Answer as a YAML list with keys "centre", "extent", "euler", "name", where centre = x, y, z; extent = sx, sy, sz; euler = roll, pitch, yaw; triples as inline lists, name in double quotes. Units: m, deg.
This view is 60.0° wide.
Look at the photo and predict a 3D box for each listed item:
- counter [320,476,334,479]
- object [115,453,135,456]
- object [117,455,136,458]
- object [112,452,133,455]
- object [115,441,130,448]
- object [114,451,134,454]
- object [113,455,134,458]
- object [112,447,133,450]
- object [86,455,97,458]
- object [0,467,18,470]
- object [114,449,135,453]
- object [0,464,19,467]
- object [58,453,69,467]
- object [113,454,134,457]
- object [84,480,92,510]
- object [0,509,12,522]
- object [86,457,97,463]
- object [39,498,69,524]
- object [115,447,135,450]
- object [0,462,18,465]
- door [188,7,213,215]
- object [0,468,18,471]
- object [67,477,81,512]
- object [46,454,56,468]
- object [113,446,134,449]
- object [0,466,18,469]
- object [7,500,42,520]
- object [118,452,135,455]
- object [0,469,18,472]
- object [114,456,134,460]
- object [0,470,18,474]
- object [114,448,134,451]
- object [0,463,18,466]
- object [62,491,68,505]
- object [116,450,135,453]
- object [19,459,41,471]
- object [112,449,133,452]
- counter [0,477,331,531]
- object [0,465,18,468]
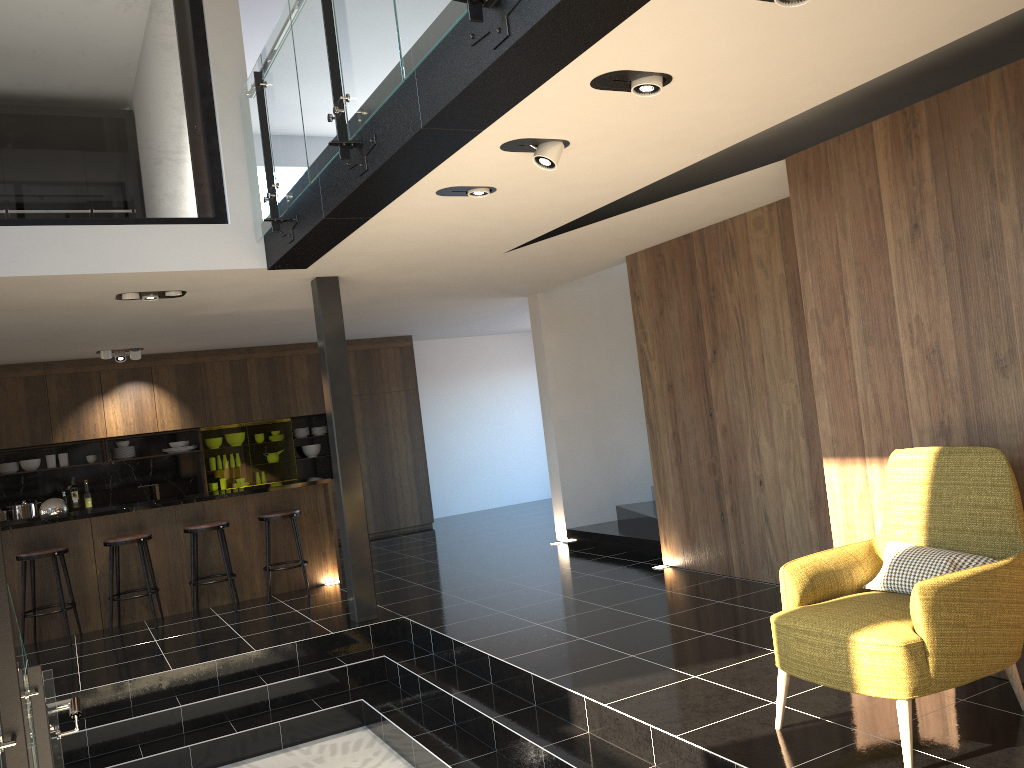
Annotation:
- centre: [-4.418, 1.490, 11.206]
  extent: [4.588, 0.005, 0.863]
  euler: [-6, -2, -27]
  name: "counter"
- centre: [-4.920, 0.906, 11.251]
  extent: [0.269, 0.024, 0.269]
  euler: [-7, -2, 11]
  name: "object"
- centre: [-4.917, 0.933, 11.250]
  extent: [0.269, 0.024, 0.269]
  euler: [-7, -2, 11]
  name: "object"
- centre: [-4.923, 0.886, 11.251]
  extent: [0.269, 0.024, 0.269]
  euler: [-7, -2, 11]
  name: "object"
- centre: [-4.939, 0.772, 11.251]
  extent: [0.168, 0.087, 0.168]
  euler: [-7, -1, -8]
  name: "object"
- centre: [-4.924, 0.879, 11.251]
  extent: [0.269, 0.024, 0.269]
  euler: [-7, -2, 11]
  name: "object"
- centre: [-4.918, 0.924, 11.250]
  extent: [0.269, 0.024, 0.269]
  euler: [-7, -2, 11]
  name: "object"
- centre: [-4.930, 0.824, 11.252]
  extent: [0.269, 0.024, 0.269]
  euler: [-7, -2, 11]
  name: "object"
- centre: [-5.221, 0.924, 11.015]
  extent: [0.122, 0.072, 0.122]
  euler: [-7, -1, -2]
  name: "object"
- centre: [-6.011, 1.020, 10.592]
  extent: [0.220, 0.033, 0.220]
  euler: [-6, -2, -31]
  name: "object"
- centre: [-4.926, 0.859, 11.251]
  extent: [0.269, 0.024, 0.269]
  euler: [-7, -2, 11]
  name: "object"
- centre: [-6.015, 0.987, 10.592]
  extent: [0.220, 0.033, 0.220]
  euler: [-6, -2, -31]
  name: "object"
- centre: [-5.487, 0.931, 10.852]
  extent: [0.109, 0.161, 0.109]
  euler: [-7, -1, -15]
  name: "object"
- centre: [-4.919, 0.913, 11.250]
  extent: [0.269, 0.024, 0.269]
  euler: [-7, -2, 11]
  name: "object"
- centre: [-5.288, 1.389, 11.047]
  extent: [0.077, 0.395, 0.077]
  euler: [-7, -1, 15]
  name: "object"
- centre: [-5.968, 1.531, 10.343]
  extent: [0.195, 0.143, 0.210]
  euler: [-7, -1, 20]
  name: "object"
- centre: [-5.218, 0.948, 11.015]
  extent: [0.122, 0.072, 0.122]
  euler: [-7, -1, -2]
  name: "object"
- centre: [-3.983, 1.104, 7.712]
  extent: [0.227, 0.228, 0.227]
  euler: [-7, -1, 23]
  name: "object"
- centre: [-4.929, 0.832, 11.252]
  extent: [0.269, 0.024, 0.269]
  euler: [-7, -2, 11]
  name: "object"
- centre: [-6.018, 0.962, 10.593]
  extent: [0.220, 0.033, 0.220]
  euler: [-6, -2, -31]
  name: "object"
- centre: [-2.403, -2.220, 6.849]
  extent: [0.104, 2.347, 0.932]
  euler: [-6, -1, -28]
  name: "door"
- centre: [-6.010, 1.031, 10.592]
  extent: [0.220, 0.033, 0.220]
  euler: [-6, -2, -31]
  name: "object"
- centre: [-5.428, 1.375, 10.968]
  extent: [0.133, 0.451, 0.116]
  euler: [-6, -1, -27]
  name: "object"
- centre: [-5.605, 0.944, 10.790]
  extent: [0.109, 0.161, 0.109]
  euler: [-6, -2, -45]
  name: "object"
- centre: [-4.931, 0.815, 11.252]
  extent: [0.269, 0.024, 0.269]
  euler: [-7, -2, 11]
  name: "object"
- centre: [-6.013, 1.008, 10.592]
  extent: [0.220, 0.033, 0.220]
  euler: [-6, -2, -31]
  name: "object"
- centre: [-5.691, 1.470, 10.360]
  extent: [0.278, 0.218, 0.300]
  euler: [-7, -1, 5]
  name: "object"
- centre: [-4.921, 0.897, 11.251]
  extent: [0.269, 0.024, 0.269]
  euler: [-7, -2, 11]
  name: "object"
- centre: [-6.008, 1.042, 10.591]
  extent: [0.220, 0.033, 0.220]
  euler: [-6, -2, -31]
  name: "object"
- centre: [-4.916, 0.941, 11.250]
  extent: [0.269, 0.024, 0.269]
  euler: [-7, -2, 11]
  name: "object"
- centre: [-6.007, 1.055, 10.591]
  extent: [0.220, 0.033, 0.220]
  euler: [-6, -2, -31]
  name: "object"
- centre: [-4.928, 0.842, 11.251]
  extent: [0.269, 0.024, 0.269]
  euler: [-7, -2, 11]
  name: "object"
- centre: [-6.017, 0.974, 10.592]
  extent: [0.220, 0.033, 0.220]
  euler: [-6, -2, -31]
  name: "object"
- centre: [-5.505, 1.466, 10.917]
  extent: [0.057, 0.287, 0.058]
  euler: [-7, -1, -15]
  name: "object"
- centre: [-4.925, 0.870, 11.251]
  extent: [0.269, 0.024, 0.269]
  euler: [-7, -2, 11]
  name: "object"
- centre: [-5.811, 0.984, 10.707]
  extent: [0.234, 0.138, 0.234]
  euler: [-7, -1, -8]
  name: "object"
- centre: [-4.927, 0.851, 11.251]
  extent: [0.269, 0.024, 0.269]
  euler: [-7, -2, 11]
  name: "object"
- centre: [-3.507, 1.138, 8.163]
  extent: [3.571, 0.041, 0.699]
  euler: [-6, -2, -27]
  name: "counter"
- centre: [-6.014, 0.997, 10.592]
  extent: [0.220, 0.033, 0.220]
  euler: [-6, -2, -31]
  name: "object"
